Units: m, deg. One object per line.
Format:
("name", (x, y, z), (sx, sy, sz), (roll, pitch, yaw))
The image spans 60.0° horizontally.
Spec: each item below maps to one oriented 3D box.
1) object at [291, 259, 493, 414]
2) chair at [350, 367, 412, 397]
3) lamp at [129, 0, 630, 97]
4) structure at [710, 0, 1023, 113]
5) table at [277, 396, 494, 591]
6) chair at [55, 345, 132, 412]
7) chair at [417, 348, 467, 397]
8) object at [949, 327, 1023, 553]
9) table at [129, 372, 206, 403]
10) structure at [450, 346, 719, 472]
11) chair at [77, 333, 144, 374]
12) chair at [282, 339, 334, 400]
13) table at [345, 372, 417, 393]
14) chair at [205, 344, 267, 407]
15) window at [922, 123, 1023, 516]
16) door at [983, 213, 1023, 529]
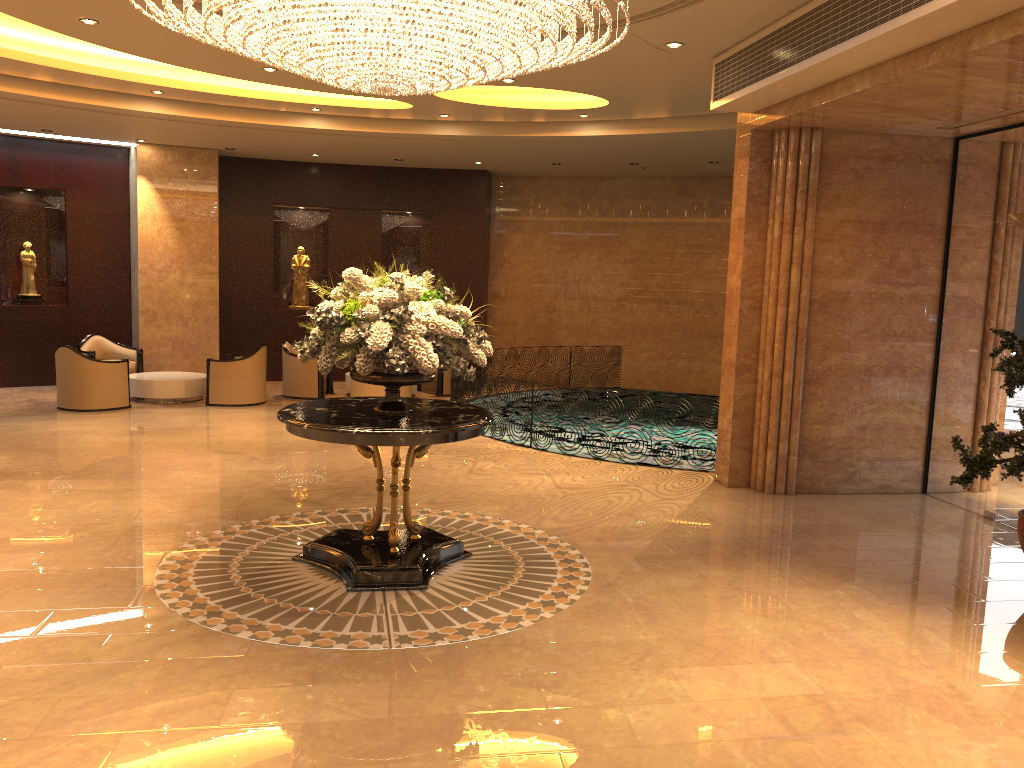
("object", (-0.828, -0.306, 6.099), (1.277, 0.999, 1.318), (4, 7, 20))
("chair", (-1.977, -0.101, 13.569), (0.951, 0.916, 0.769), (0, 7, -15))
("lamp", (-0.830, -2.540, 5.845), (3.206, 1.196, 3.204), (5, 8, 26))
("structure", (2.481, -2.595, 6.476), (0.425, 0.483, 4.113), (1, 7, -11))
("table", (-0.889, 0.724, 6.249), (1.493, 1.089, 1.493), (0, 7, -17))
("chair", (-5.987, -0.116, 12.520), (0.951, 0.916, 0.769), (5, 8, 24))
("chair", (-1.179, -0.304, 15.494), (0.769, 0.916, 0.951), (-3, 8, -35))
("object", (3.716, 0.266, 6.091), (1.250, 2.363, 0.843), (-2, 8, -30))
("table", (-5.309, 0.049, 13.696), (1.196, 0.354, 1.196), (4, 7, 16))
("structure", (0.972, 0.142, 13.635), (3.815, 0.995, 7.624), (3, 7, 8))
("chair", (-6.446, -0.324, 14.118), (0.769, 0.916, 0.951), (8, 9, 39))
("chair", (-3.362, -0.261, 14.496), (0.769, 0.916, 0.951), (2, 7, -1))
("table", (-2.195, 0.012, 14.913), (1.196, 0.354, 1.196), (4, 7, 17))
("chair", (-4.134, -0.168, 13.493), (0.769, 0.916, 0.951), (3, 7, 4))
("window", (4.587, -0.410, 7.134), (0.047, 3.571, 3.515), (1, 7, -11))
("door", (4.574, -0.036, 7.178), (0.195, 2.758, 1.880), (1, 7, -11))
